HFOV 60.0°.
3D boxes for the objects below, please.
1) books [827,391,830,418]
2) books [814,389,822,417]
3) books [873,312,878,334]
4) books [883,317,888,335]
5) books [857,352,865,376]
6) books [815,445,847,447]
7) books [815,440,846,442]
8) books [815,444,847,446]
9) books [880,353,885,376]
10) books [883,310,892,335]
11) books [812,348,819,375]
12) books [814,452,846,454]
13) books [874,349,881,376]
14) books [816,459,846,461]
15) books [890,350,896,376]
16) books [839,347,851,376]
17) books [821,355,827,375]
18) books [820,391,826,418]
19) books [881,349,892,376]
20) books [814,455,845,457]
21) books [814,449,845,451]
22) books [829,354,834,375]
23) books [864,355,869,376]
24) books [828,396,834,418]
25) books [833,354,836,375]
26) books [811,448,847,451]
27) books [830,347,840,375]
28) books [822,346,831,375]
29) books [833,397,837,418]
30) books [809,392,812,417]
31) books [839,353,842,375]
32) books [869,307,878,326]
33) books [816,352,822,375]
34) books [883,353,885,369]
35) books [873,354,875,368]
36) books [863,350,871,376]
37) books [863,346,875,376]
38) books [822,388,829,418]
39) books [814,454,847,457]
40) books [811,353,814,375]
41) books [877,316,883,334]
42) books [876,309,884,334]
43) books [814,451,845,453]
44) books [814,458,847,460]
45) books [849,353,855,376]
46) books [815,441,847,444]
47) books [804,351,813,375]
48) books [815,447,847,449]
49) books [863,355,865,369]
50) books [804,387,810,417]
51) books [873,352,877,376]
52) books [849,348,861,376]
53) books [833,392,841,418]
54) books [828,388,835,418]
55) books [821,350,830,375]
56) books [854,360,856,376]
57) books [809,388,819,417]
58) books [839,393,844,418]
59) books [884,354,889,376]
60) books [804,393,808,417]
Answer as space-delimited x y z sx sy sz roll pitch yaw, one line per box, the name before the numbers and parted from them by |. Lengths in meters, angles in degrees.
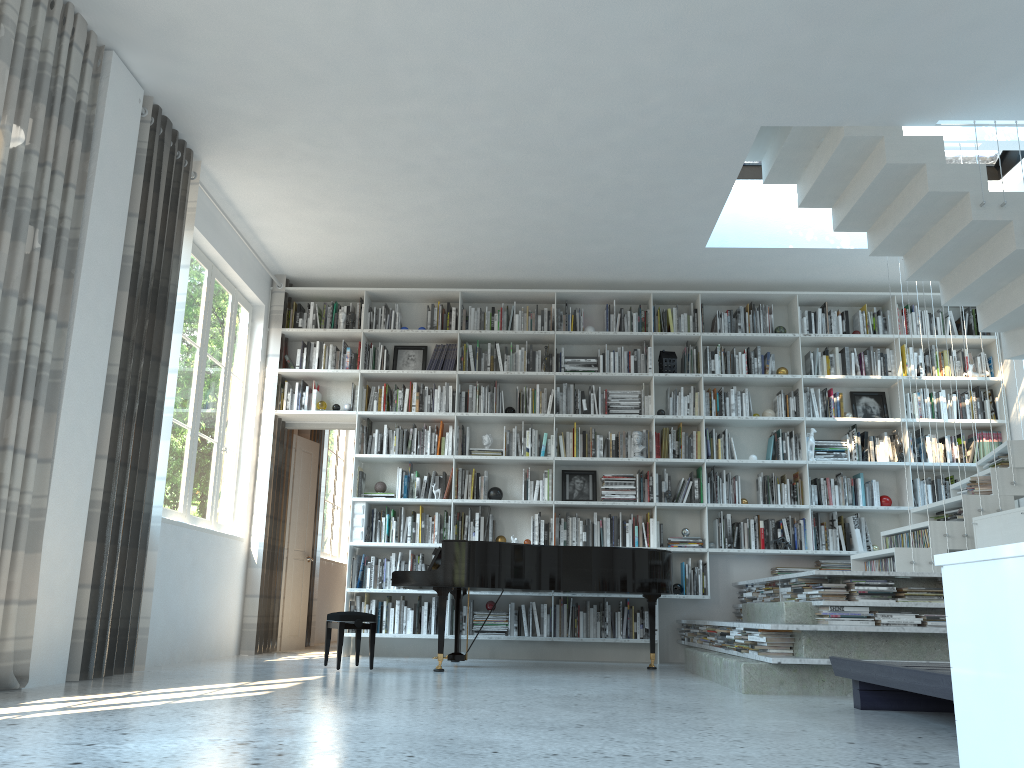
books | 2.712 0.207 7.667 0.020 0.266 0.152 1 -14 2
books | 2.642 0.198 7.672 0.012 0.284 0.160 1 -14 2
books | 3.171 -0.488 7.801 0.018 0.234 0.187 1 -14 2
books | 3.269 -0.468 7.823 0.031 0.211 0.132 1 -14 2
books | 3.023 -0.138 7.714 0.014 0.239 0.190 1 -14 2
books | 2.693 0.544 7.573 0.285 0.012 0.160 2 -14 -3
books | 2.694 0.499 7.592 0.285 0.012 0.160 0 -14 4
books | 2.693 0.534 7.583 0.285 0.012 0.160 0 -14 4
books | 3.195 -0.134 7.719 0.030 0.240 0.162 1 -14 2
books | 3.297 -0.498 7.807 0.026 0.262 0.163 1 -14 2
books | 2.638 -0.158 7.750 0.051 0.281 0.167 1 -14 2
books | 2.689 0.603 7.559 0.254 0.012 0.161 2 -14 -3
books | 3.162 -0.151 7.717 0.036 0.271 0.177 1 -14 2
books | 2.687 0.662 7.547 0.254 0.012 0.161 2 -14 -2
books | 3.287 -0.143 7.722 0.031 0.264 0.170 1 -14 2
books | 2.871 -0.160 7.691 0.032 0.264 0.246 1 -14 2
books | 2.701 -0.125 7.725 0.025 0.207 0.175 1 -14 2
books | 2.670 0.209 7.679 0.043 0.268 0.131 1 -14 2
books | 3.259 -0.152 7.728 0.026 0.283 0.147 1 -14 2
books | 2.688 0.627 7.560 0.254 0.012 0.161 0 -14 4
books | 2.692 0.579 7.565 0.254 0.012 0.161 -1 -15 7
books | 2.766 -0.129 7.737 0.030 0.223 0.158 1 -14 2
books | 3.058 -0.125 7.717 0.031 0.217 0.166 1 -14 2
books | 2.727 0.230 7.634 0.013 0.206 0.190 1 -14 2
books | 2.794 -0.131 7.752 0.024 0.235 0.147 1 -14 2
books | 2.692 0.568 7.572 0.285 0.012 0.160 1 -14 -1
books | 2.818 -0.161 7.737 0.026 0.287 0.156 1 -14 2
books | 2.746 -0.164 7.747 0.011 0.295 0.163 1 -14 2
books | 2.765 0.231 7.648 0.033 0.212 0.153 1 -14 2
books | 2.561 0.212 7.659 0.011 0.247 0.156 1 -14 2
books | 2.843 -0.134 7.739 0.025 0.238 0.143 1 -14 2
books | 3.191 -0.514 7.827 0.020 0.298 0.131 1 -14 2
books | 2.676 -0.140 7.753 0.026 0.250 0.131 1 -14 2
books | 3.217 -0.131 7.736 0.014 0.245 0.143 1 -14 2
books | 3.126 -0.135 7.738 0.014 0.249 0.163 1 -14 2
books | 3.086 -0.145 7.730 0.023 0.263 0.156 1 -14 2
books | 3.108 -0.163 7.720 0.022 0.293 0.181 1 -14 2
books | 2.697 0.194 7.657 0.012 0.286 0.177 1 -14 2
books | 2.689 0.616 7.563 0.285 0.012 0.160 1 -14 0
books | 2.605 -0.137 7.745 0.013 0.236 0.142 1 -14 2
books | 3.213 -0.474 7.802 0.029 0.209 0.170 1 -14 2
books | 3.242 -0.503 7.827 0.025 0.278 0.136 1 -14 2
books | 2.690 0.593 7.573 0.254 0.012 0.161 1 -14 2
books | 2.687 0.649 7.547 0.285 0.012 0.160 -1 -15 7
books | 2.936 -0.135 7.712 0.030 0.229 0.187 1 -14 2
books | 2.694 0.510 7.589 0.285 0.012 0.160 1 -14 0
books | 2.593 -0.145 7.750 0.012 0.253 0.161 1 -14 2
books | 2.693 0.557 7.577 0.285 0.012 0.160 0 -14 4
books | 3.037 -0.122 7.727 0.013 0.215 0.178 1 -14 2
books | 2.548 0.188 7.674 0.015 0.300 0.141 1 -14 2
books | 3.138 -0.138 7.724 0.011 0.248 0.152 1 -14 2
books | 2.993 -0.153 7.743 0.048 0.282 0.163 1 -14 2
books | 2.793 0.212 7.652 0.021 0.252 0.167 1 -14 2
books | 2.742 0.195 7.654 0.014 0.284 0.176 1 -14 2
books | 2.727 -0.149 7.735 0.026 0.260 0.168 1 -14 2
books | 2.966 -0.107 7.752 0.027 0.195 0.131 1 -14 2
books | 2.599 0.194 7.668 0.065 0.288 0.146 1 -14 2
books | 2.816 0.215 7.640 0.026 0.243 0.178 1 -14 2
books | 3.235 -0.127 7.726 0.022 0.233 0.159 1 -14 2
books | 2.526 0.214 7.682 0.030 0.253 0.128 1 -14 2
